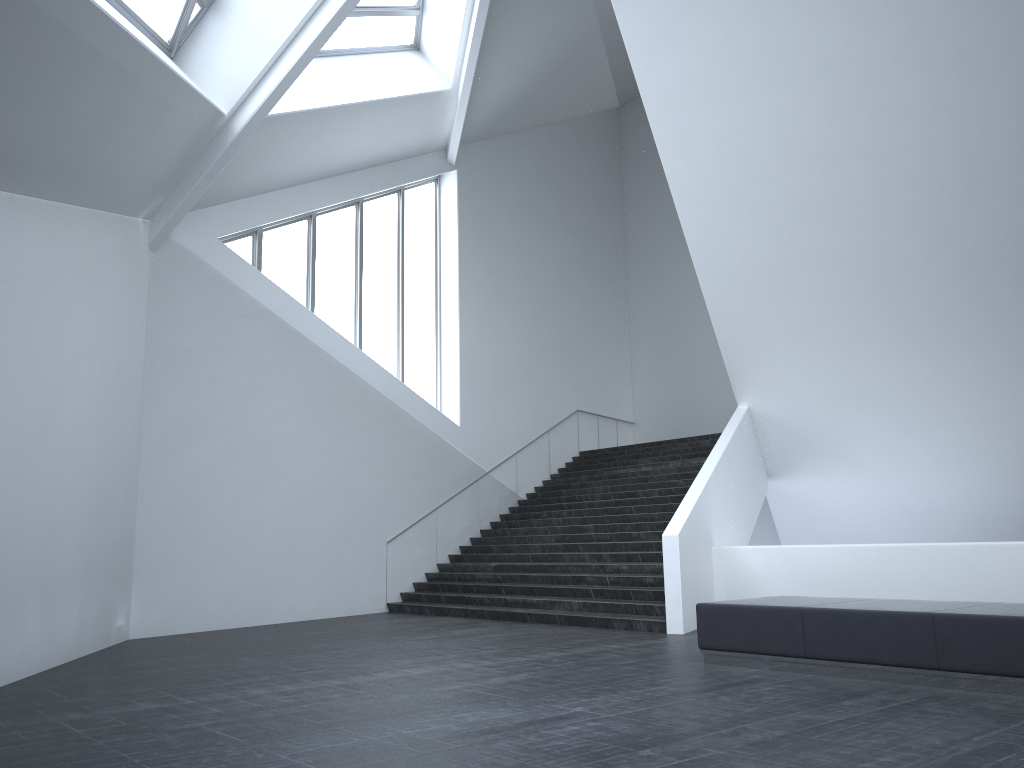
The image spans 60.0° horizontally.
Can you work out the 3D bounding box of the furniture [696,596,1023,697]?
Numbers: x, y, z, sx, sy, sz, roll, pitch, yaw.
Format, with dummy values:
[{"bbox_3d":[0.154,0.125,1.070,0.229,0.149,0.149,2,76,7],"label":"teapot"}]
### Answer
[{"bbox_3d":[4.236,2.074,6.975,1.488,0.580,5.742,8,-14,-40],"label":"furniture"}]
